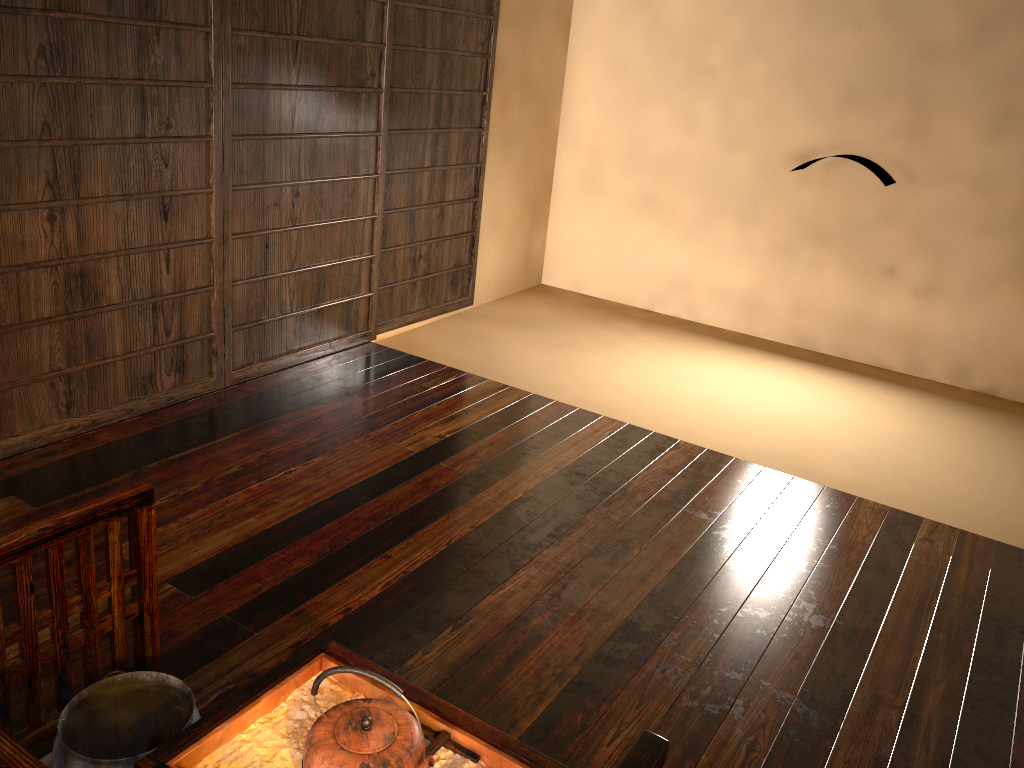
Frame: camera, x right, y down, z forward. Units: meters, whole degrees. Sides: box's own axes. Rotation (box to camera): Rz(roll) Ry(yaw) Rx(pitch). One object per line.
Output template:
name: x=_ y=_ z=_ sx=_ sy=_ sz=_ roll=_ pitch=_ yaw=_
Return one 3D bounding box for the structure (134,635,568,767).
structure: x=-0.234 y=0.775 z=1.480 sx=0.668 sy=0.297 sz=0.455 roll=17 pitch=23 yaw=28

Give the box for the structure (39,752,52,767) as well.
structure: x=-0.738 y=0.770 z=1.720 sx=0.331 sy=0.040 sz=0.332 roll=17 pitch=23 yaw=28

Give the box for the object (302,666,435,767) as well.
object: x=-0.232 y=0.546 z=1.415 sx=0.198 sy=0.214 sz=0.200 roll=-1 pitch=21 yaw=-20

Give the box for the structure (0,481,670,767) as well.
structure: x=-0.456 y=0.669 z=1.417 sx=1.201 sy=0.495 sz=0.601 roll=17 pitch=23 yaw=28

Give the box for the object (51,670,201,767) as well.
object: x=-0.727 y=0.685 z=1.687 sx=0.266 sy=0.146 sz=0.269 roll=5 pitch=20 yaw=-3
